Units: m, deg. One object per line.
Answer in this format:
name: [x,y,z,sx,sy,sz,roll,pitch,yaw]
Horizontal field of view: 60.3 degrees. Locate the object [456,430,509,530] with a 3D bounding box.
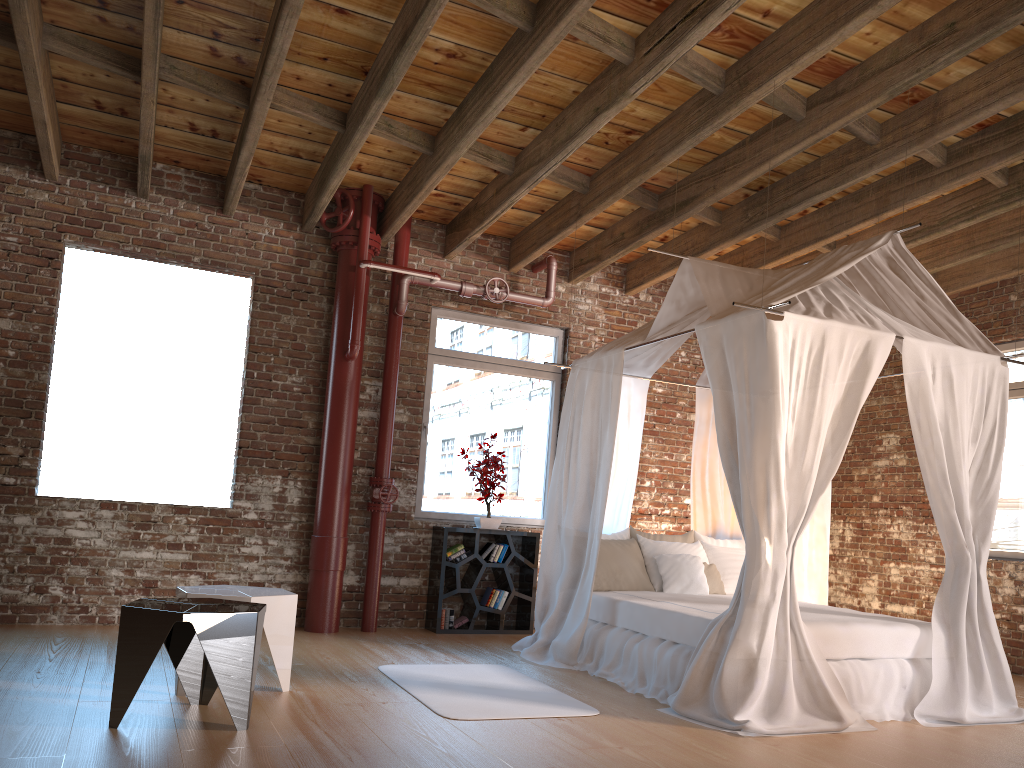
object: [-0.230,0.789,7.346,0.421,0.835,0.393,7,-6,-28]

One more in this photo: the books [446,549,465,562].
books: [-0.471,1.385,7.151,0.156,0.108,0.133,7,-8,-24]

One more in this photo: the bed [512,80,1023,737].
bed: [1.659,0.022,5.881,2.523,3.859,2.657,6,-6,-24]

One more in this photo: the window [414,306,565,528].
window: [-0.192,0.312,7.664,1.359,1.838,0.167,7,-5,-25]

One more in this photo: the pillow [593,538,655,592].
pillow: [0.700,1.298,6.298,0.620,0.412,0.356,8,-7,-27]

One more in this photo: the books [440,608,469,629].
books: [-0.477,1.897,7.130,0.252,0.159,0.133,7,-7,-24]

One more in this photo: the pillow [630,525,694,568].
pillow: [1.154,1.343,6.734,0.639,0.491,0.207,7,-6,-25]

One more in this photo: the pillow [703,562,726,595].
pillow: [1.430,1.429,6.490,0.292,0.232,0.161,7,-6,-26]

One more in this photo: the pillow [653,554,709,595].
pillow: [1.224,1.371,6.357,0.387,0.289,0.215,6,-6,-16]

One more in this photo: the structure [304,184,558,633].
structure: [-0.657,0.242,7.041,2.020,3.443,0.573,7,-5,-25]

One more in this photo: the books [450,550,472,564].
books: [-0.419,1.404,7.174,0.159,0.113,0.133,7,-7,-24]

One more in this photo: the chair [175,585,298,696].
chair: [-1.419,1.296,4.482,0.524,0.487,0.635,0,-8,30]

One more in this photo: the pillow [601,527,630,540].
pillow: [0.626,1.284,6.477,0.639,0.490,0.198,7,-6,-24]

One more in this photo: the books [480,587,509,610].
books: [-0.144,1.774,7.292,0.205,0.180,0.133,7,-6,-24]

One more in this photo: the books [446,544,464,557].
books: [-0.480,1.348,7.147,0.156,0.108,0.133,7,-8,-24]

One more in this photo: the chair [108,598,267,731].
chair: [-1.367,1.190,3.769,0.606,0.487,0.548,2,-7,20]

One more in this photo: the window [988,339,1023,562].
window: [4.171,0.511,7.027,0.173,1.837,1.310,6,-6,-23]

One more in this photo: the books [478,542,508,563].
books: [-0.164,1.394,7.295,0.246,0.165,0.133,7,-7,-24]

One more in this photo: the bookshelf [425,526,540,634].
bookshelf: [-0.240,1.631,7.328,0.865,0.840,0.291,7,-5,-25]

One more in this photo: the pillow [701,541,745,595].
pillow: [1.774,1.447,6.810,0.635,0.430,0.291,7,-6,-24]

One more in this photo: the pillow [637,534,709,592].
pillow: [1.237,1.336,6.552,0.619,0.401,0.347,8,-7,-27]

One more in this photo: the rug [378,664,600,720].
rug: [-0.181,1.677,4.879,0.869,0.007,1.431,7,-9,-22]

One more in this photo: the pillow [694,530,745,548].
pillow: [1.699,1.425,6.989,0.638,0.496,0.207,7,-6,-25]
